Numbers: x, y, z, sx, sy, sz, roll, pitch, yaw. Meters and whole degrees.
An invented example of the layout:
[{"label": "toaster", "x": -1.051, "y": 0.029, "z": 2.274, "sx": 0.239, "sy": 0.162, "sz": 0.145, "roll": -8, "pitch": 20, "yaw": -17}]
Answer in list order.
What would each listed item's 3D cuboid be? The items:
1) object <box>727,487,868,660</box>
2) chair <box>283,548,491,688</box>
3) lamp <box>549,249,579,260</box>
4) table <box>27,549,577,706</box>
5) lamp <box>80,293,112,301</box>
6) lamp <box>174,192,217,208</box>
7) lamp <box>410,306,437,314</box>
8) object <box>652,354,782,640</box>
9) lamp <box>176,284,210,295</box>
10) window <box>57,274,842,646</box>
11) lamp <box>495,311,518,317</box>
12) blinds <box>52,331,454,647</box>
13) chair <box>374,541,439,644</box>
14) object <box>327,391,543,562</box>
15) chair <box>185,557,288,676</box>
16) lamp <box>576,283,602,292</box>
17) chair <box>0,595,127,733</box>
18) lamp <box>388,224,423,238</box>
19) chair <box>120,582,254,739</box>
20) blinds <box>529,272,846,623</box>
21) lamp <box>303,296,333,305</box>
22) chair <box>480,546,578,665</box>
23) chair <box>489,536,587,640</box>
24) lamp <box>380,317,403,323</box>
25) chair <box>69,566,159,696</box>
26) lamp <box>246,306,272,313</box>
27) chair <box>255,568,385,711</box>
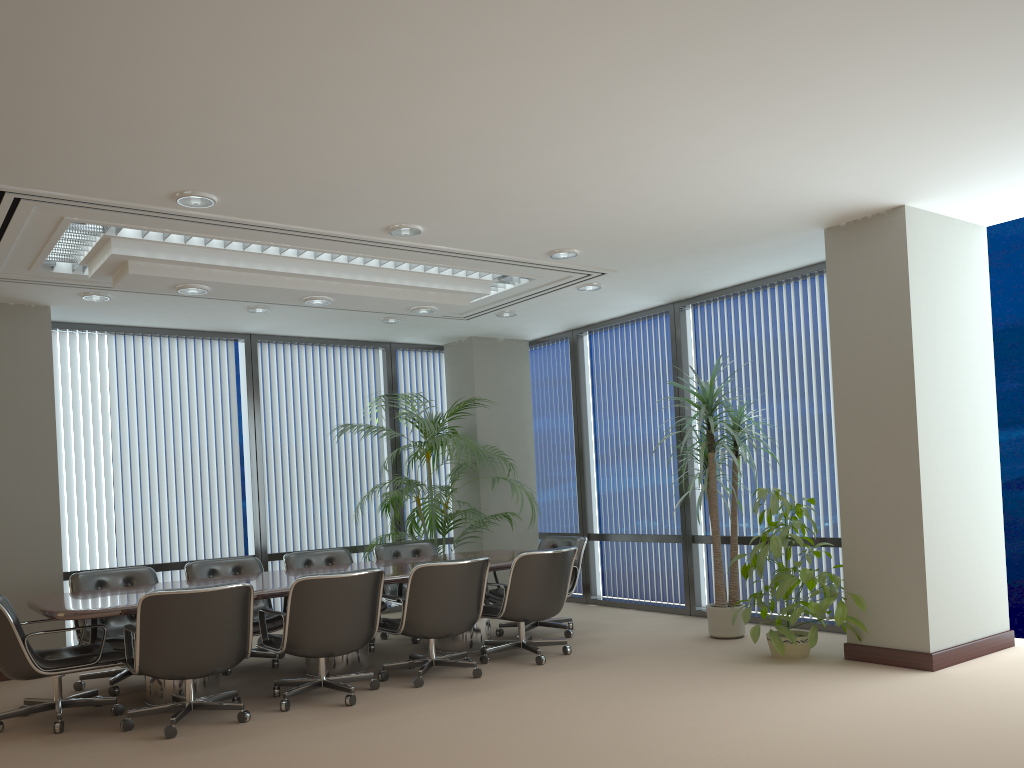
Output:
[{"label": "object", "x": 2.042, "y": 1.397, "z": 6.376, "sx": 0.982, "sy": 1.309, "sz": 0.857, "roll": -4, "pitch": -3, "yaw": 24}, {"label": "chair", "x": -1.054, "y": 1.784, "z": 7.031, "sx": 0.758, "sy": 0.854, "sz": 2.544, "roll": -1, "pitch": -6, "yaw": -36}, {"label": "lamp", "x": 0.383, "y": -0.953, "z": 6.518, "sx": 0.225, "sy": 0.035, "sz": 0.227, "roll": -2, "pitch": -7, "yaw": -12}, {"label": "table", "x": -1.363, "y": 1.825, "z": 6.787, "sx": 4.066, "sy": 0.747, "sz": 1.517, "roll": 2, "pitch": -7, "yaw": -36}, {"label": "lamp", "x": -3.333, "y": -0.694, "z": 7.069, "sx": 0.225, "sy": 0.035, "sz": 0.227, "roll": -1, "pitch": -7, "yaw": -19}, {"label": "lamp", "x": -1.769, "y": -1.025, "z": 4.935, "sx": 0.226, "sy": 0.035, "sz": 0.225, "roll": -9, "pitch": -9, "yaw": 43}, {"label": "lamp", "x": -0.735, "y": -0.610, "z": 7.351, "sx": 0.225, "sy": 0.035, "sz": 0.227, "roll": -2, "pitch": -7, "yaw": -12}, {"label": "object", "x": 1.718, "y": 0.947, "z": 7.288, "sx": 1.020, "sy": 2.308, "sz": 1.031, "roll": -4, "pitch": -2, "yaw": 29}, {"label": "lamp", "x": -2.256, "y": -0.661, "z": 6.232, "sx": 0.225, "sy": 0.035, "sz": 0.227, "roll": -1, "pitch": -7, "yaw": -19}, {"label": "window", "x": -0.289, "y": 0.902, "z": 9.185, "sx": 7.378, "sy": 2.905, "sz": 3.547, "roll": -4, "pitch": -4, "yaw": 9}, {"label": "lamp", "x": -0.055, "y": -0.681, "z": 8.648, "sx": 0.225, "sy": 0.035, "sz": 0.227, "roll": 0, "pitch": -7, "yaw": -26}, {"label": "blinds", "x": -2.172, "y": 1.025, "z": 9.454, "sx": 4.891, "sy": 2.900, "sz": 0.032, "roll": 1, "pitch": -3, "yaw": -36}, {"label": "chair", "x": -0.841, "y": 1.906, "z": 8.174, "sx": 0.758, "sy": 0.856, "sz": 0.858, "roll": -1, "pitch": -4, "yaw": -31}, {"label": "object", "x": -0.822, "y": 1.222, "z": 9.319, "sx": 2.164, "sy": 2.472, "sz": 2.100, "roll": -2, "pitch": -3, "yaw": -16}, {"label": "chair", "x": -2.232, "y": 1.865, "z": 7.204, "sx": 0.758, "sy": 0.856, "sz": 0.857, "roll": -1, "pitch": -4, "yaw": -36}, {"label": "lamp", "x": 0.672, "y": -0.835, "z": 7.657, "sx": 0.226, "sy": 0.035, "sz": 0.225, "roll": -9, "pitch": -9, "yaw": 43}, {"label": "chair", "x": -2.936, "y": 1.714, "z": 5.593, "sx": 0.851, "sy": 0.856, "sz": 0.763, "roll": 0, "pitch": -4, "yaw": -36}, {"label": "lamp", "x": -0.693, "y": -0.989, "z": 5.727, "sx": 0.225, "sy": 0.035, "sz": 0.227, "roll": -2, "pitch": -7, "yaw": -12}, {"label": "chair", "x": -1.978, "y": 1.638, "z": 5.369, "sx": 0.752, "sy": 0.856, "sz": 0.862, "roll": -1, "pitch": -4, "yaw": -33}, {"label": "blinds", "x": 1.529, "y": 0.763, "z": 8.866, "sx": 0.050, "sy": 2.898, "sz": 4.961, "roll": -3, "pitch": -4, "yaw": -36}, {"label": "lamp", "x": -1.496, "y": -0.635, "z": 6.791, "sx": 0.225, "sy": 0.035, "sz": 0.227, "roll": -2, "pitch": -7, "yaw": -12}, {"label": "chair", "x": 0.081, "y": 1.707, "z": 6.877, "sx": 0.734, "sy": 0.856, "sz": 0.857, "roll": 0, "pitch": -5, "yaw": -41}, {"label": "chair", "x": 0.261, "y": 1.822, "z": 7.944, "sx": 0.851, "sy": 0.856, "sz": 0.763, "roll": 0, "pitch": -4, "yaw": -36}, {"label": "lamp", "x": -1.181, "y": -0.622, "z": 8.652, "sx": 0.225, "sy": 0.035, "sz": 0.227, "roll": -2, "pitch": -7, "yaw": -12}, {"label": "chair", "x": -2.893, "y": 1.837, "z": 6.668, "sx": 0.758, "sy": 0.856, "sz": 0.857, "roll": 0, "pitch": -5, "yaw": -41}, {"label": "lamp", "x": -2.257, "y": -0.658, "z": 7.860, "sx": 0.225, "sy": 0.035, "sz": 0.227, "roll": -2, "pitch": -7, "yaw": -12}, {"label": "chair", "x": -1.243, "y": 1.656, "z": 5.854, "sx": 0.758, "sy": 0.856, "sz": 0.857, "roll": -1, "pitch": -4, "yaw": -36}]
